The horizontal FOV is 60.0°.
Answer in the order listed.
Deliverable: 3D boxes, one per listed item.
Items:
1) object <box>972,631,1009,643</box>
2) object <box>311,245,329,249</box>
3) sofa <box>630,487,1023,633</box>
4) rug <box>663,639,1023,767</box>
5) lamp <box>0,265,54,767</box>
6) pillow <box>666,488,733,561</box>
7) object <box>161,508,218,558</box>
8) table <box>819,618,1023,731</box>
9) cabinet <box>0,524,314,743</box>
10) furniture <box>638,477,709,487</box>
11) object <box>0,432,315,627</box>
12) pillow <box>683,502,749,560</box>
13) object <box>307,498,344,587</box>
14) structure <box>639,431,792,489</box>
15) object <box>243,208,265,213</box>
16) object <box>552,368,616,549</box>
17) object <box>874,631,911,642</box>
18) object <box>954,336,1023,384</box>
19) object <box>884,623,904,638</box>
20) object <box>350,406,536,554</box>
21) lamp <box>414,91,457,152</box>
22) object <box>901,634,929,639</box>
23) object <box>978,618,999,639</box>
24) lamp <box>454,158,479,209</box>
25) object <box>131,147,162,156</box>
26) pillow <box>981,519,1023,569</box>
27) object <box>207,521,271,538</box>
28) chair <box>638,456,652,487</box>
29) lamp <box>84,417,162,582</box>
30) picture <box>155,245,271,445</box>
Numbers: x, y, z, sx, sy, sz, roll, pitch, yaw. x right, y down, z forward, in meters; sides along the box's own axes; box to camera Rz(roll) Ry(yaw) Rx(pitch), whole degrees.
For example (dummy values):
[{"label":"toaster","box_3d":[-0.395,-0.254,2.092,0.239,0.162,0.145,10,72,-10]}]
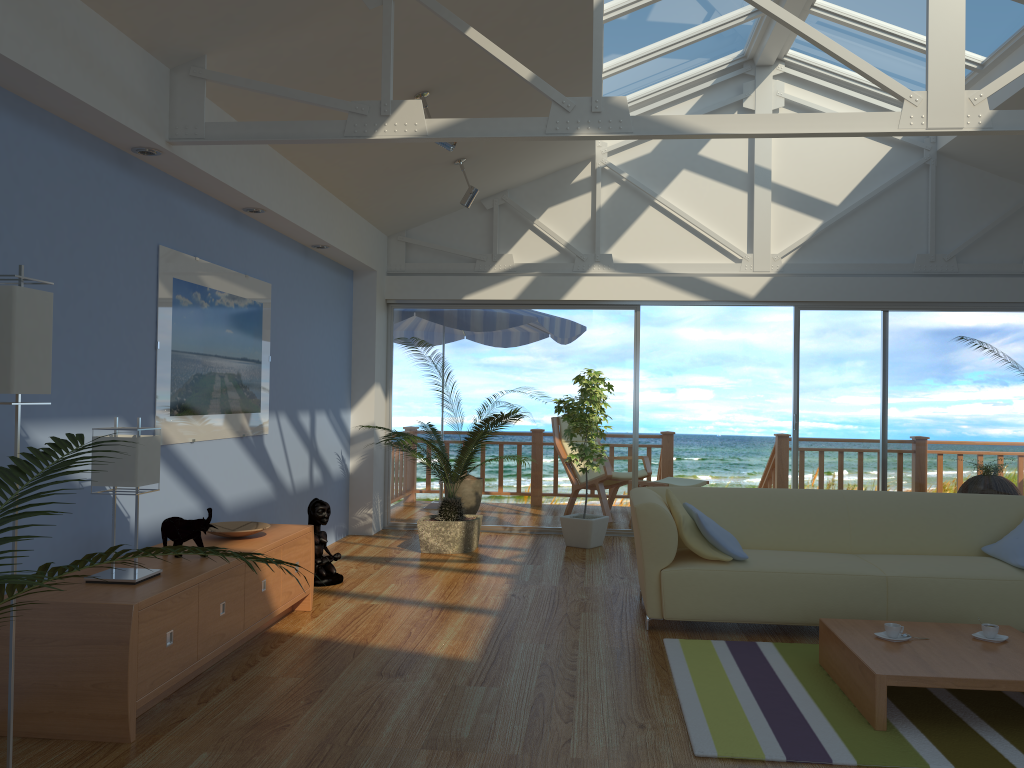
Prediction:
[{"label":"object","box_3d":[1.944,1.031,3.607,0.118,0.016,0.118,2,-1,-40]},{"label":"object","box_3d":[-1.343,-0.978,6.211,0.122,0.050,0.122,1,-1,-11]},{"label":"sofa","box_3d":[1.863,0.906,4.752,2.448,0.597,0.950,1,-1,6]},{"label":"rug","box_3d":[1.709,1.238,3.485,2.100,0.018,1.400,1,-1,6]},{"label":"lamp","box_3d":[-1.465,0.417,2.539,0.200,1.520,0.200,1,-1,6]},{"label":"pillow","box_3d":[0.980,0.737,4.701,0.275,0.312,0.571,1,-1,3]},{"label":"object","box_3d":[-1.394,0.629,3.808,0.143,0.222,0.379,2,-1,-42]},{"label":"table","box_3d":[1.712,1.129,3.471,0.800,0.198,0.800,1,-1,6]},{"label":"cabinet","box_3d":[-1.412,0.965,3.880,0.500,0.468,1.911,1,-1,6]},{"label":"furniture","box_3d":[1.446,1.097,8.185,0.619,0.427,0.449,2,-1,-39]},{"label":"object","box_3d":[-1.115,0.619,1.384,1.413,1.093,1.488,0,-1,38]},{"label":"pillow","box_3d":[1.076,0.776,4.700,0.272,0.244,0.566,1,-1,3]},{"label":"object","box_3d":[-1.189,0.970,5.509,0.292,0.517,0.291,0,-1,41]},{"label":"structure","box_3d":[2.268,1.405,9.577,6.950,2.064,4.086,1,-1,6]},{"label":"object","box_3d":[-1.459,-0.999,5.017,0.122,0.050,0.122,1,-1,-11]},{"label":"object","box_3d":[0.610,0.575,6.989,0.495,1.409,0.699,1,-1,-21]},{"label":"object","box_3d":[1.542,1.024,3.592,0.118,0.016,0.118,1,-1,-28]},{"label":"object","box_3d":[4.221,0.478,6.331,1.706,1.695,1.563,1,-1,-3]},{"label":"object","box_3d":[1.547,1.001,3.598,0.062,0.049,0.078,0,-1,41]},{"label":"object","box_3d":[-0.545,0.712,6.791,1.413,1.093,1.488,1,-1,-12]},{"label":"lamp","box_3d":[-0.437,-1.494,5.063,0.254,0.327,0.118,1,-1,-12]},{"label":"object","box_3d":[1.629,1.020,3.584,0.119,0.021,0.025,1,-1,-3]},{"label":"object","box_3d":[1.953,0.993,3.611,0.086,0.077,0.062,1,-1,-24]},{"label":"lamp","box_3d":[-0.332,-1.458,6.454,0.194,0.353,0.125,1,-1,-12]},{"label":"object","box_3d":[-1.575,-1.019,3.822,0.122,0.050,0.122,1,-1,-11]},{"label":"pillow","box_3d":[2.634,0.798,4.544,0.272,0.244,0.566,1,-1,8]},{"label":"object","box_3d":[-1.359,0.723,4.349,0.337,0.053,0.337,1,-1,7]},{"label":"chair","box_3d":[0.879,0.823,8.884,0.632,0.982,0.859,2,-1,-39]},{"label":"lamp","box_3d":[-1.453,0.424,3.337,0.200,0.596,0.200,1,-1,6]},{"label":"picture","box_3d":[-1.584,-0.169,4.834,0.005,0.937,1.419,1,-1,6]}]
